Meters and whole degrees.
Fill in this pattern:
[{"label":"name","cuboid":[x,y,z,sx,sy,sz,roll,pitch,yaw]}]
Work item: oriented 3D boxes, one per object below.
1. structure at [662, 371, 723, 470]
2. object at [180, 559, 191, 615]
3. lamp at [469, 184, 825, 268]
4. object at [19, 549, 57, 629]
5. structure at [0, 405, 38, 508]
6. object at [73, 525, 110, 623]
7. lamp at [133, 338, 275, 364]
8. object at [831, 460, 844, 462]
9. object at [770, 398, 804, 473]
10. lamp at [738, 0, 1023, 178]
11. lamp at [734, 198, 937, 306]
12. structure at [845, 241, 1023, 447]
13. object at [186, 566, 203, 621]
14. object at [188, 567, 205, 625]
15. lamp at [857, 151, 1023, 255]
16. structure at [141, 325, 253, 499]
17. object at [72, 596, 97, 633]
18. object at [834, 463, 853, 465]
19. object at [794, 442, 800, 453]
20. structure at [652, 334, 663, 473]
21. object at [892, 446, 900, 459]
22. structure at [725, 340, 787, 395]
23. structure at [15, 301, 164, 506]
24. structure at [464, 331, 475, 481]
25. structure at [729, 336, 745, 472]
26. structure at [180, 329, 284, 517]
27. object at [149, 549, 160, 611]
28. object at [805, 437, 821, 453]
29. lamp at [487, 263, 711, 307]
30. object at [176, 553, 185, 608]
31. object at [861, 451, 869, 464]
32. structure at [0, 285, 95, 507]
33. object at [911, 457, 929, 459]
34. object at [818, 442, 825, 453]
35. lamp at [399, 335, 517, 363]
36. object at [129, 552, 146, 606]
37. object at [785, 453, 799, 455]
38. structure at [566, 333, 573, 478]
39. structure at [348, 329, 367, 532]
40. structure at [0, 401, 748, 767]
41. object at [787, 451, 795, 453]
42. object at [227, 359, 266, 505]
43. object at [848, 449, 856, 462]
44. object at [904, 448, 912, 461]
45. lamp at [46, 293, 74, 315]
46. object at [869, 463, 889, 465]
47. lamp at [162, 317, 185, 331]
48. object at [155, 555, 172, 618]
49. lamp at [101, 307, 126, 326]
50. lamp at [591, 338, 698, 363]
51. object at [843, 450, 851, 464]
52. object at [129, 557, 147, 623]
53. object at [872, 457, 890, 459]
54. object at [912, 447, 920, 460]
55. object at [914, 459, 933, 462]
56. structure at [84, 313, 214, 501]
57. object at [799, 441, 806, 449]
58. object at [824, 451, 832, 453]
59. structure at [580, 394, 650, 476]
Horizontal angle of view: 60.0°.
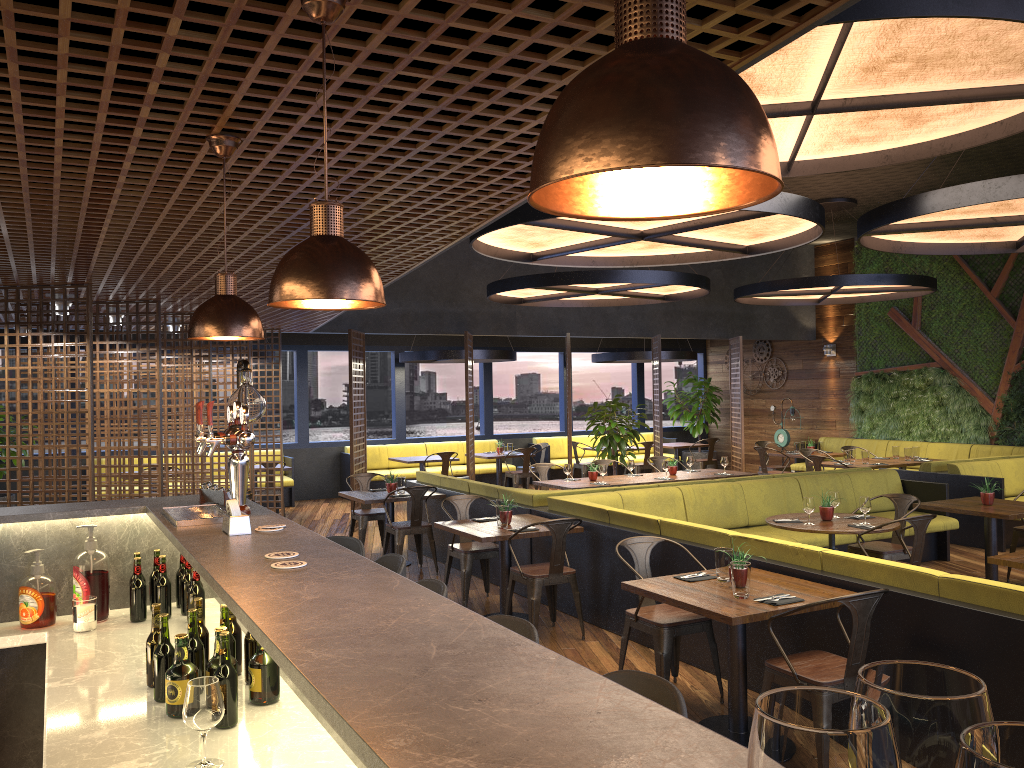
[{"label":"structure","cuboid":[3.901,0.824,18.626,1.493,2.184,1.272,-1,0,-28]},{"label":"object","cuboid":[-1.333,0.821,3.654,0.063,0.254,0.063,-1,-1,34]},{"label":"lamp","cuboid":[1.037,-1.864,7.147,2.778,1.475,2.778,-1,0,-24]},{"label":"object","cuboid":[-1.879,0.805,3.514,0.133,0.301,0.133,-1,0,-22]},{"label":"structure","cuboid":[-7.453,1.186,12.754,0.993,1.763,1.166,-1,-1,33]},{"label":"object","cuboid":[-1.693,0.760,3.572,0.133,0.385,0.133,-1,0,12]},{"label":"lamp","cuboid":[-4.536,-1.419,13.098,1.979,2.172,1.979,-1,0,-21]},{"label":"object","cuboid":[4.620,1.083,12.457,0.157,0.019,0.255,-1,0,-28]},{"label":"object","cuboid":[5.274,1.073,16.940,0.459,1.615,0.848,-1,0,-28]},{"label":"lamp","cuboid":[1.692,-2.069,5.007,2.778,1.159,2.778,-1,0,23]},{"label":"lamp","cuboid":[4.660,-1.958,12.960,2.778,1.362,2.778,-1,0,27]},{"label":"structure","cuboid":[8.195,-0.505,12.019,0.918,4.593,9.182,-1,0,-29]},{"label":"object","cuboid":[-1.265,0.819,3.538,0.063,0.254,0.063,-1,0,0]},{"label":"object","cuboid":[-1.220,0.818,3.428,0.063,0.254,0.063,-1,-1,34]},{"label":"lamp","cuboid":[4.079,-1.920,6.685,2.778,1.475,2.778,-1,0,21]},{"label":"structure","cuboid":[-3.705,0.634,10.388,1.319,2.700,0.050,-1,0,2]},{"label":"object","cuboid":[-1.652,0.890,3.430,0.088,0.123,0.088,-1,0,-22]},{"label":"object","cuboid":[4.471,1.082,12.013,0.157,0.019,0.255,-1,0,-28]},{"label":"object","cuboid":[4.538,1.017,14.118,0.102,0.178,0.102,-1,-1,-42]},{"label":"structure","cuboid":[2.396,0.561,14.598,0.050,2.700,0.852,-1,0,2]},{"label":"object","cuboid":[5.544,0.990,12.805,0.102,0.178,0.102,-1,-1,-42]},{"label":"structure","cuboid":[4.976,-0.357,18.257,0.058,1.178,1.791,-1,0,-28]},{"label":"structure","cuboid":[-3.802,0.617,7.983,1.319,2.700,0.050,-1,0,2]},{"label":"structure","cuboid":[-0.614,0.601,13.017,0.050,2.700,0.852,-1,0,2]},{"label":"structure","cuboid":[3.901,0.541,15.388,0.050,2.700,0.852,-1,0,2]},{"label":"structure","cuboid":[-3.656,0.642,11.591,1.319,2.700,0.050,-1,0,2]},{"label":"object","cuboid":[-1.494,0.825,3.737,0.063,0.254,0.063,-1,0,14]},{"label":"object","cuboid":[4.746,0.967,14.096,0.238,0.271,0.260,-1,0,-6]},{"label":"lamp","cuboid":[1.061,-1.834,11.160,2.778,1.475,2.778,-1,0,-27]},{"label":"object","cuboid":[-1.401,0.824,3.784,0.063,0.254,0.063,-1,-1,34]},{"label":"object","cuboid":[4.795,0.997,12.028,0.102,0.178,0.102,-1,0,8]},{"label":"structure","cuboid":[-3.850,0.609,6.780,1.319,2.700,0.050,-1,0,2]},{"label":"object","cuboid":[5.871,1.064,12.746,0.157,0.019,0.255,-1,0,-28]},{"label":"object","cuboid":[4.924,1.011,14.119,0.102,0.178,0.102,-1,0,8]},{"label":"lamp","cuboid":[-0.927,-1.467,14.993,1.979,2.172,1.979,-1,0,17]},{"label":"object","cuboid":[-1.551,0.825,3.674,0.063,0.254,0.063,-1,-1,-36]},{"label":"object","cuboid":[4.423,1.098,13.998,0.157,0.019,0.255,-1,0,-28]},{"label":"structure","cuboid":[0.891,0.581,13.807,0.050,2.700,0.852,-1,0,2]},{"label":"structure","cuboid":[-2.119,0.621,12.227,0.050,2.700,0.852,-1,0,2]},{"label":"structure","cuboid":[-0.557,0.508,0.856,2.700,2.700,9.298,-1,0,-28]},{"label":"object","cuboid":[4.565,1.099,14.397,0.255,0.019,0.157,-1,0,-28]},{"label":"object","cuboid":[-1.571,0.333,5.159,0.263,0.944,0.566,-1,-1,-35]},{"label":"object","cuboid":[4.752,1.000,12.390,0.102,0.178,0.102,-1,-1,-42]},{"label":"object","cuboid":[5.547,0.987,12.423,0.102,0.178,0.102,-1,0,8]},{"label":"lamp","cuboid":[-3.781,-0.666,7.436,0.228,0.172,0.228,-1,0,-28]},{"label":"object","cuboid":[4.915,1.074,11.911,0.255,0.019,0.157,-1,0,-28]},{"label":"lamp","cuboid":[-3.736,-0.649,9.803,0.228,0.172,0.228,-1,0,-28]},{"label":"object","cuboid":[-1.412,0.822,3.589,0.063,0.254,0.063,-1,-1,-36]},{"label":"lamp","cuboid":[-3.846,-0.656,8.585,0.228,0.172,0.228,-1,0,-28]},{"label":"lamp","cuboid":[2.479,-1.514,16.781,1.979,2.172,1.979,-1,-1,-43]},{"label":"object","cuboid":[4.586,1.001,12.132,0.102,0.178,0.102,-1,-1,-42]},{"label":"object","cuboid":[-1.499,0.823,3.555,0.063,0.254,0.063,-1,-1,-41]},{"label":"object","cuboid":[5.363,1.073,12.847,0.157,0.019,0.255,-1,0,-28]},{"label":"object","cuboid":[5.753,0.985,12.628,0.102,0.178,0.102,-1,-1,-42]},{"label":"object","cuboid":[5.722,1.063,12.375,0.157,0.019,0.255,-1,0,-28]},{"label":"structure","cuboid":[-3.753,0.626,9.185,1.319,2.700,0.050,-1,0,2]},{"label":"object","cuboid":[4.683,1.016,14.281,0.102,0.178,0.102,-1,0,8]},{"label":"object","cuboid":[5.042,1.089,14.237,0.157,0.019,0.255,-1,0,-28]},{"label":"structure","cuboid":[1.516,1.037,13.393,0.993,1.763,1.166,-1,-1,33]}]
